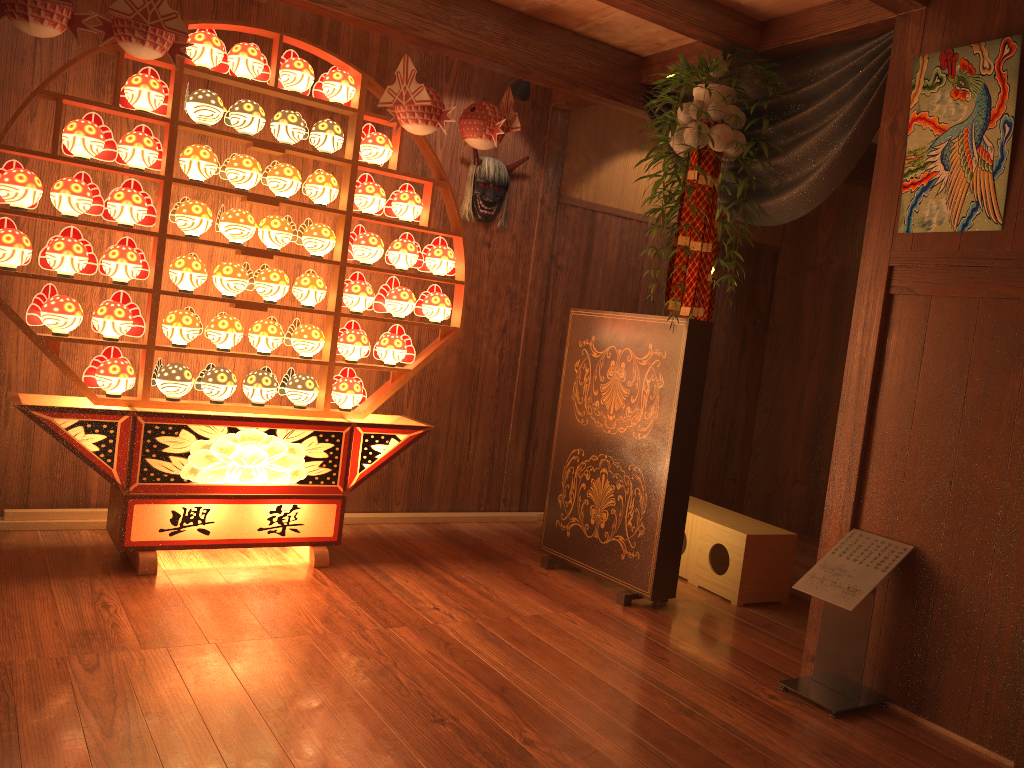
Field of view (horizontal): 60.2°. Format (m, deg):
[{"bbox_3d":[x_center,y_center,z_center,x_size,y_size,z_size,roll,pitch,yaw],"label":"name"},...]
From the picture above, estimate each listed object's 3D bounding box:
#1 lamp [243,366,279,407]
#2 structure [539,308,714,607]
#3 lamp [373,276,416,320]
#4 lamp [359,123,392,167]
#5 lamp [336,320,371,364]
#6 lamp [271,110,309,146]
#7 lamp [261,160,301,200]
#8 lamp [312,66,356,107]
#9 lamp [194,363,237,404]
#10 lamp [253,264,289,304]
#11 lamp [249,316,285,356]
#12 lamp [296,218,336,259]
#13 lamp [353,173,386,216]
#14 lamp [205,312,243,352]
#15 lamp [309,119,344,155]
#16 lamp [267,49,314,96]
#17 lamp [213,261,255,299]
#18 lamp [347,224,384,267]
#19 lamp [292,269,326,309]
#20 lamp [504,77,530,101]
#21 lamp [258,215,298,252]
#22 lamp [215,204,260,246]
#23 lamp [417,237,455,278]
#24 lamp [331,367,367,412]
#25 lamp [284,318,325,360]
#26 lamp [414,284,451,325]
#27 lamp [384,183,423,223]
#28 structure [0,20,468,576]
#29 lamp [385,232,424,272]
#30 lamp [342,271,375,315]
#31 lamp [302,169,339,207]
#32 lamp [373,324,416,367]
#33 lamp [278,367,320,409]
[{"bbox_3d":[-1.077,0.011,3.771,0.140,0.167,0.156,7,3,-2],"label":"lamp"},{"bbox_3d":[0.493,0.302,4.053,0.280,1.249,0.774,5,4,-37],"label":"structure"},{"bbox_3d":[-0.508,-0.396,4.084,0.152,0.200,0.207,10,4,42],"label":"lamp"},{"bbox_3d":[-0.596,-1.065,3.936,0.152,0.200,0.207,10,4,42],"label":"lamp"},{"bbox_3d":[-0.711,-0.190,3.980,0.191,0.193,0.153,6,4,-23],"label":"lamp"},{"bbox_3d":[-0.944,-1.080,3.712,0.138,0.167,0.158,8,3,8],"label":"lamp"},{"bbox_3d":[-0.956,-0.860,3.729,0.152,0.167,0.144,10,4,37],"label":"lamp"},{"bbox_3d":[-0.741,-1.292,3.808,0.195,0.188,0.152,6,4,-28],"label":"lamp"},{"bbox_3d":[-1.215,0.002,3.677,0.152,0.161,0.144,10,4,37],"label":"lamp"},{"bbox_3d":[-1.013,-0.424,3.750,0.151,0.167,0.144,10,4,42],"label":"lamp"},{"bbox_3d":[-1.050,-0.206,3.759,0.140,0.167,0.156,7,3,-2],"label":"lamp"},{"bbox_3d":[-0.833,-0.631,3.843,0.153,0.173,0.143,9,4,27],"label":"lamp"},{"bbox_3d":[-0.628,-0.847,3.943,0.207,0.200,0.152,5,4,-33],"label":"lamp"},{"bbox_3d":[-1.186,-0.215,3.664,0.144,0.161,0.152,5,4,-33],"label":"lamp"},{"bbox_3d":[-0.795,-1.069,3.805,0.142,0.173,0.154,6,3,-18],"label":"lamp"},{"bbox_3d":[-0.895,-1.312,3.705,0.207,0.200,0.152,4,4,-43],"label":"lamp"},{"bbox_3d":[-1.170,-0.435,3.655,0.135,0.161,0.162,9,4,32],"label":"lamp"},{"bbox_3d":[-0.638,-0.621,3.969,0.152,0.187,0.195,10,4,37],"label":"lamp"},{"bbox_3d":[-0.878,-0.415,3.840,0.142,0.173,0.154,6,3,-18],"label":"lamp"},{"bbox_3d":[0.036,-1.494,4.376,0.138,0.177,0.172,7,3,-13],"label":"lamp"},{"bbox_3d":[-1.007,-0.645,3.737,0.136,0.167,0.161,9,4,22],"label":"lamp"},{"bbox_3d":[-1.123,-0.651,3.653,0.158,0.161,0.139,7,3,-3],"label":"lamp"},{"bbox_3d":[-0.334,-0.601,4.170,0.204,0.200,0.154,6,3,-18],"label":"lamp"},{"bbox_3d":[-0.742,0.025,3.993,0.199,0.197,0.154,6,3,-18],"label":"lamp"},{"bbox_3d":[-0.885,-0.195,3.867,0.153,0.173,0.143,9,4,22],"label":"lamp"},{"bbox_3d":[-0.353,-0.378,4.188,0.187,0.192,0.153,6,4,-23],"label":"lamp"},{"bbox_3d":[-0.476,-0.832,4.046,0.193,0.195,0.154,6,3,-18],"label":"lamp"},{"bbox_3d":[-1.100,-0.360,3.705,2.025,2.194,0.475,5,4,-34],"label":"structure"},{"bbox_3d":[-0.500,-0.611,4.064,0.182,0.191,0.156,7,3,-3],"label":"lamp"},{"bbox_3d":[-0.686,-0.409,3.966,0.194,0.195,0.153,6,4,-23],"label":"lamp"},{"bbox_3d":[-0.818,-0.851,3.819,0.144,0.173,0.152,6,4,-28],"label":"lamp"},{"bbox_3d":[-0.556,-0.179,4.084,0.200,0.200,0.157,7,3,2],"label":"lamp"},{"bbox_3d":[-0.914,0.022,3.881,0.153,0.173,0.143,9,4,22],"label":"lamp"}]
